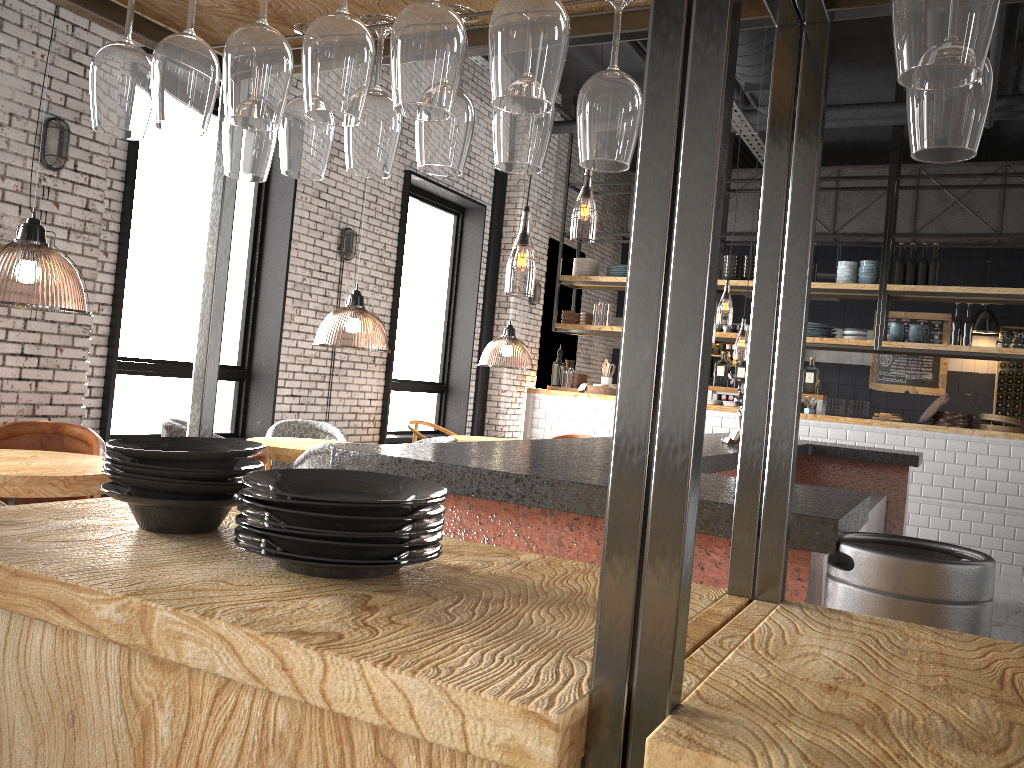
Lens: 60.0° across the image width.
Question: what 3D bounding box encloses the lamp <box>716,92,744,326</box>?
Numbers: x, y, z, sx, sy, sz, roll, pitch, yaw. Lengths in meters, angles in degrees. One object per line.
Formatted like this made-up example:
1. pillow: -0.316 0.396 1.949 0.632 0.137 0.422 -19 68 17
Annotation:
1. lamp: 1.501 -1.190 5.992 0.108 1.599 0.108 6 -1 -31

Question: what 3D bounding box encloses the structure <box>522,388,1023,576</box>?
1. structure: 3.034 0.982 9.940 5.804 1.346 1.509 5 0 27

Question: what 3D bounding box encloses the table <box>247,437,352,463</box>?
1. table: -1.360 0.816 6.027 0.931 0.810 0.932 5 -1 -16

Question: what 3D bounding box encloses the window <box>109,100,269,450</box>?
1. window: -2.412 -0.862 6.687 0.365 2.698 1.533 5 -1 27

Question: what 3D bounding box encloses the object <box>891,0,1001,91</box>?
1. object: 0.440 -0.439 0.891 0.101 0.267 0.101 4 -1 41

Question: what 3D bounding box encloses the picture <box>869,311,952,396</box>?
1. picture: 5.553 -0.435 12.384 0.981 1.143 0.020 5 -1 27

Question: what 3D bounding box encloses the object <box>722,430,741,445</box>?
1. object: 1.416 0.339 5.700 0.091 0.091 0.177 5 0 2

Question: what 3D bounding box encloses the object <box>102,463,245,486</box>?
1. object: -0.559 0.181 1.509 0.256 0.075 0.257 5 0 -38

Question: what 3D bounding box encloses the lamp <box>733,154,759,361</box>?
1. lamp: 1.748 -0.968 6.514 0.108 1.599 0.108 6 -1 -31

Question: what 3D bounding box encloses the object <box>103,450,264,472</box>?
1. object: -0.557 0.159 1.509 0.257 0.072 0.257 5 0 27

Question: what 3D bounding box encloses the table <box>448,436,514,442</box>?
1. table: -0.159 0.926 8.108 0.931 0.810 0.932 5 -1 -21

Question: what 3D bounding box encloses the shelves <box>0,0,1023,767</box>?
1. shelves: 0.911 -1.091 0.845 3.662 5.021 0.689 5 -1 27

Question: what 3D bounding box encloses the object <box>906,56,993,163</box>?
1. object: 0.568 -0.428 1.146 0.101 0.267 0.101 4 -1 41

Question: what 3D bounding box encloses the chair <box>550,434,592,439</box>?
1. chair: 0.509 0.943 8.456 0.643 0.929 0.681 6 -1 -41

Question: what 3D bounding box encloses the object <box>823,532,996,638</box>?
1. object: 0.927 0.910 2.158 0.397 1.035 0.399 6 -1 -28

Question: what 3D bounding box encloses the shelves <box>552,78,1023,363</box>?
1. shelves: 3.294 -1.949 10.086 5.681 3.068 0.597 5 -1 27

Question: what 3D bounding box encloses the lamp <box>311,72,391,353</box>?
1. lamp: -0.985 -1.437 6.057 0.536 2.407 0.537 6 -1 -21

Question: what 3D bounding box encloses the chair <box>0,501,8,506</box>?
1. chair: -2.023 0.744 3.227 0.770 0.851 0.802 5 -1 -14

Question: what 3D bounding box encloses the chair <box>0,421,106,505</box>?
1. chair: -2.434 0.673 4.578 0.681 0.929 0.644 6 -1 -21

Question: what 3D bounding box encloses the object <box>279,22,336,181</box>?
1. object: -0.371 -0.513 1.623 0.101 0.267 0.101 5 -1 -10

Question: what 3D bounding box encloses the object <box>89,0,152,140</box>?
1. object: -0.622 -0.536 1.431 0.101 0.267 0.101 5 -1 -10

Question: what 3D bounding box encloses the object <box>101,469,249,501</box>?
1. object: -0.561 0.188 1.509 0.257 0.075 0.256 5 0 27

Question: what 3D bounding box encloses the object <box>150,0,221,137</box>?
1. object: -0.499 -0.525 1.368 0.101 0.267 0.101 5 -1 -10

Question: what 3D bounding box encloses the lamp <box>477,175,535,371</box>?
1. lamp: 0.055 -1.342 8.124 0.536 2.407 0.537 6 -1 -21

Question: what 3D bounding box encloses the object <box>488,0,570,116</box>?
1. object: 0.025 -0.477 1.102 0.101 0.267 0.101 6 -1 -32

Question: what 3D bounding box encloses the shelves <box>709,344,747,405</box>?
1. shelves: 3.153 -0.081 13.377 1.762 1.483 0.157 5 -1 27

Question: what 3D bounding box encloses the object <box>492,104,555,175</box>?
1. object: 0.023 -0.477 1.423 0.101 0.267 0.101 5 -1 -10

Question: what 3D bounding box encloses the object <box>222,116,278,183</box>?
1. object: -0.493 -0.525 1.686 0.101 0.267 0.101 5 -1 -10

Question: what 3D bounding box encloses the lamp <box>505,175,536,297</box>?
1. lamp: 0.098 -1.119 3.235 0.108 1.599 0.108 6 -1 -31

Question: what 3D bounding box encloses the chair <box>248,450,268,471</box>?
1. chair: -1.464 0.762 4.190 0.643 0.929 0.681 6 -1 -26

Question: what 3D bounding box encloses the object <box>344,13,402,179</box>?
1. object: -0.239 -0.501 1.557 0.101 0.267 0.101 5 -1 -10

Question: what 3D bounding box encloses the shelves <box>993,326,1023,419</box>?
1. shelves: 6.745 0.353 11.490 0.890 2.149 0.250 5 -1 27

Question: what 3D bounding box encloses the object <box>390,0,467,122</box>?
1. object: -0.106 -0.489 1.168 0.101 0.267 0.101 5 -1 -10

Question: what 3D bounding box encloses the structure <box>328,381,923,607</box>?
1. structure: 2.590 0.840 4.462 4.313 1.534 5.871 5 0 27

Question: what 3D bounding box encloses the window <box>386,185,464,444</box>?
1. window: -0.975 -0.730 9.543 0.365 2.698 1.533 5 -1 27

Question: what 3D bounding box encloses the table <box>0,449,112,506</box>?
1. table: -2.187 0.740 3.858 0.931 0.810 0.932 5 -1 -16

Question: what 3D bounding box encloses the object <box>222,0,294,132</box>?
1. object: -0.368 -0.513 1.302 0.101 0.267 0.101 5 -1 -10

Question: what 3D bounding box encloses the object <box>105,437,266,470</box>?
1. object: -0.554 0.133 1.508 0.256 0.076 0.257 5 0 -26

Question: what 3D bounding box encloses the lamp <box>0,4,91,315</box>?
1. lamp: -2.048 -1.535 3.945 0.536 2.407 0.537 6 -1 -21

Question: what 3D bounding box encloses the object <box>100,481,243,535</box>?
1. object: -0.563 0.212 1.507 0.257 0.067 0.257 5 0 19

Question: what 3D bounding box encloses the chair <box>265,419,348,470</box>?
1. chair: -1.574 0.752 6.757 0.681 0.929 0.644 5 -1 -19

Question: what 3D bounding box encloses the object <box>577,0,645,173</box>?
1. object: 0.154 -0.465 1.357 0.101 0.267 0.101 6 -1 -32

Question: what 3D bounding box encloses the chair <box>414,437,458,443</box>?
1. chair: -0.686 0.833 6.383 0.643 0.929 0.681 5 -1 -19

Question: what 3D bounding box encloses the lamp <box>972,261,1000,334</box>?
1. lamp: 6.267 -1.150 11.710 0.391 0.937 0.390 5 -1 29

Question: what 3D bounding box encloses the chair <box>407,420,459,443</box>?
1. chair: -0.783 0.829 8.532 0.644 0.921 0.612 5 -1 34

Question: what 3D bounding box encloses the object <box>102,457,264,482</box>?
1. object: -0.558 0.163 1.508 0.257 0.072 0.257 5 0 -1

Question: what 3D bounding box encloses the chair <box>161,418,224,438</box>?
1. chair: -2.095 0.704 5.905 0.643 0.929 0.681 5 -1 -19

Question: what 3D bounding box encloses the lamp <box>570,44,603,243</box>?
1. lamp: 0.367 -1.394 3.722 0.108 1.599 0.108 6 -1 -31

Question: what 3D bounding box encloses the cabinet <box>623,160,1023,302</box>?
1. cabinet: 4.408 -2.011 12.091 5.867 1.769 0.681 5 -1 27

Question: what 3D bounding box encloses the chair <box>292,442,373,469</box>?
1. chair: -1.029 0.802 5.422 0.681 0.929 0.644 5 -1 -19

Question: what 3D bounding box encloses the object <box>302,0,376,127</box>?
1. object: -0.237 -0.501 1.235 0.101 0.267 0.101 5 -1 -10

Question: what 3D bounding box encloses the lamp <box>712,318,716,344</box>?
1. lamp: 1.245 -1.043 5.380 0.108 1.599 0.108 5 -1 9

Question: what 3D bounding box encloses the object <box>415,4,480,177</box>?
1. object: -0.108 -0.489 1.490 0.101 0.267 0.101 5 -1 -10
